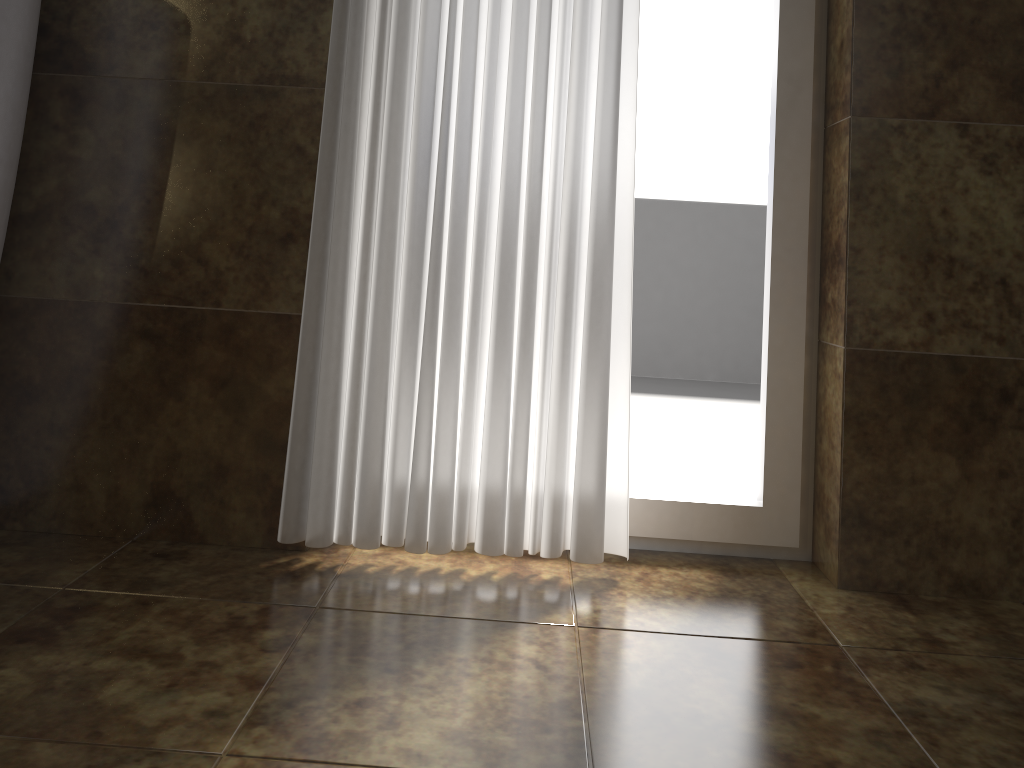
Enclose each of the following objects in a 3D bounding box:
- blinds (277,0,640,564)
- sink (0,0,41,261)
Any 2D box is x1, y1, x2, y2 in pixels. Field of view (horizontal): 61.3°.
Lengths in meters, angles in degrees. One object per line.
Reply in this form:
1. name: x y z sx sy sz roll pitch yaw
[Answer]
1. blinds: -0.021 -0.882 1.367 0.519 2.270 0.066 3 -5 2
2. sink: -0.921 -0.321 1.155 0.459 1.139 0.432 3 -3 4
